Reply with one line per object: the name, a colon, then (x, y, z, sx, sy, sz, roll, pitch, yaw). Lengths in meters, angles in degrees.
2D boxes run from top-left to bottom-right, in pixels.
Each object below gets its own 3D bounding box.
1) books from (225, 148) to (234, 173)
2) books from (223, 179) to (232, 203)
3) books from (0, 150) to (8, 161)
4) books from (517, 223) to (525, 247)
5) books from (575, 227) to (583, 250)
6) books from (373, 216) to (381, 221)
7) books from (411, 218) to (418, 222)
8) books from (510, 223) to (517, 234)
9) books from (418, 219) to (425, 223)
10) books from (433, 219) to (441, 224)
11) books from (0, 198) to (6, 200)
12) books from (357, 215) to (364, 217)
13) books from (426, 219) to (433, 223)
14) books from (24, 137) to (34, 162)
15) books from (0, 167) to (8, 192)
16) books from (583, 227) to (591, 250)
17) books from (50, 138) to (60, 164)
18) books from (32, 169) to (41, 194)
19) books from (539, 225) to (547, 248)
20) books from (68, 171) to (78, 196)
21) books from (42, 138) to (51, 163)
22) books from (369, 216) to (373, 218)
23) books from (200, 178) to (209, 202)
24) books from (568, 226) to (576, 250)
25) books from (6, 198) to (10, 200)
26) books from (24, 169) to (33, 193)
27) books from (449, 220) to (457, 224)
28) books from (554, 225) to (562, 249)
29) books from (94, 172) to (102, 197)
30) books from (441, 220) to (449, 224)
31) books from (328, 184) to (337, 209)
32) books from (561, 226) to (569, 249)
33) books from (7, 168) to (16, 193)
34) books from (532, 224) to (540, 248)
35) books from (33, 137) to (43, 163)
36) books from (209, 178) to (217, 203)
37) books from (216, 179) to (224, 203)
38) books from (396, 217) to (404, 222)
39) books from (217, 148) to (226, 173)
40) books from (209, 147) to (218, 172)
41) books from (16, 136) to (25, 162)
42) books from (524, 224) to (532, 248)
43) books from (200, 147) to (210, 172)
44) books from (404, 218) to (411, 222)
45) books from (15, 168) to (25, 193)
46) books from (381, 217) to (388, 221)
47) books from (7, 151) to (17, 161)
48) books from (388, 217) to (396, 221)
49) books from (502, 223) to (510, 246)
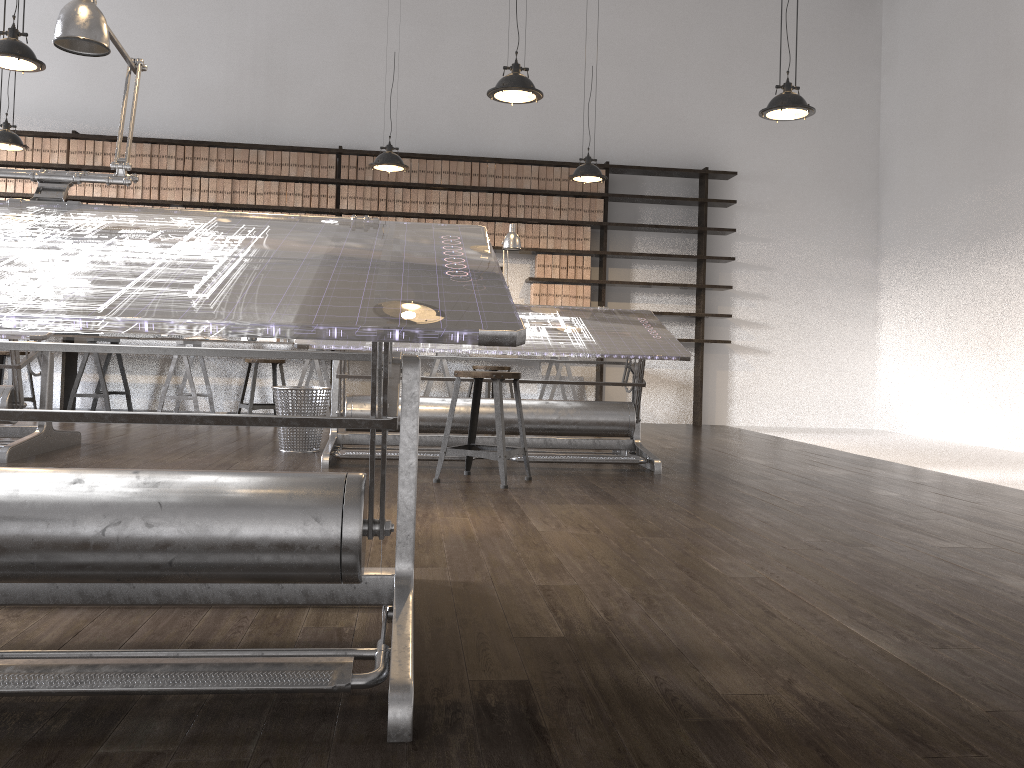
books: (-2.543, -2.002, 8.019, 0.066, 0.226, 0.174, 2, 0, -7)
books: (-2.554, -1.724, 8.007, 0.067, 0.226, 0.174, 2, 0, -7)
books: (-4.440, -2.055, 7.798, 0.066, 0.226, 0.174, 2, 0, -7)
books: (0.075, -1.381, 8.308, 0.066, 0.226, 0.174, 2, 0, -7)
books: (0.622, -1.365, 8.374, 0.066, 0.226, 0.174, 2, 0, -7)
books: (-1.247, -1.418, 8.159, 0.066, 0.226, 0.174, 2, 0, -7)
books: (-0.907, -1.408, 8.191, 0.067, 0.226, 0.174, 2, 0, -7)
books: (0.004, -1.383, 8.296, 0.066, 0.226, 0.174, 2, 0, -7)
books: (-0.841, -1.407, 8.205, 0.066, 0.226, 0.174, 2, 0, -7)
books: (-0.699, -1.403, 8.217, 0.066, 0.226, 0.174, 2, 0, -7)
books: (-4.455, -1.510, 7.783, 0.067, 0.226, 0.174, 2, 0, -7)
books: (-1.388, -1.422, 8.135, 0.066, 0.226, 0.174, 2, 0, -7)
books: (-0.770, -1.405, 8.213, 0.066, 0.226, 0.174, 2, 0, -7)
books: (-4.234, -2.050, 7.823, 0.066, 0.226, 0.174, 2, 0, -7)
books: (-4.446, -1.778, 7.792, 0.066, 0.226, 0.174, 2, 0, -7)
books: (0.692, -1.363, 8.378, 0.066, 0.226, 0.174, 2, 0, -7)
books: (-4.021, -2.044, 7.846, 0.066, 0.226, 0.174, 2, 0, -7)
books: (-4.165, -1.770, 7.821, 0.067, 0.226, 0.174, 2, 0, -7)
books: (0.284, -1.375, 8.330, 0.067, 0.226, 0.174, 2, 0, -7)
books: (-3.867, -1.762, 7.862, 0.066, 0.226, 0.174, 2, 0, -7)
books: (-4.090, -2.046, 7.842, 0.066, 0.226, 0.174, 2, 0, -7)
books: (-1.316, -1.420, 8.147, 0.066, 0.226, 0.174, 2, 0, -7)
books: (-2.755, -1.730, 7.985, 0.067, 0.226, 0.174, 2, 0, -7)
books: (0.551, -1.367, 8.365, 0.066, 0.226, 0.174, 2, 0, -7)
books: (-4.383, -1.508, 7.793, 0.066, 0.226, 0.174, 2, 0, -7)
books: (-4.235, -1.772, 7.820, 0.066, 0.226, 0.174, 2, 0, -7)
books: (-0.554, -1.399, 8.233, 0.067, 0.226, 0.174, 2, 0, -7)
books: (0.418, -1.371, 8.349, 0.066, 0.226, 0.174, 2, 0, -7)
books: (-3.655, -1.756, 7.883, 0.066, 0.226, 0.174, 2, 0, -7)
books: (-0.629, -1.401, 8.230, 0.066, 0.226, 0.174, 2, 0, -7)
books: (-1.644, -1.699, 8.116, 0.066, 0.226, 0.174, 2, 0, -7)
books: (0.485, -1.369, 8.352, 0.067, 0.226, 0.174, 2, 0, -7)
books: (-4.374, -1.776, 7.798, 0.067, 0.226, 0.174, 2, 0, -7)
books: (0.214, -1.377, 8.326, 0.066, 0.226, 0.174, 2, 0, -7)
books: (-4.160, -2.048, 7.832, 0.066, 0.226, 0.174, 2, 0, -7)
books: (-2.683, -1.728, 7.995, 0.066, 0.226, 0.174, 2, 0, -7)
books: (-2.621, -1.726, 8.004, 0.066, 0.226, 0.174, 2, 0, -7)
books: (-1.036, -1.412, 8.179, 0.066, 0.226, 0.174, 2, 0, -7)
books: (-2.613, -2.004, 8.013, 0.066, 0.226, 0.174, 2, 0, -7)
books: (-2.681, -2.006, 8.001, 0.066, 0.226, 0.174, 2, 0, -7)
books: (-4.296, -2.051, 7.811, 0.067, 0.226, 0.174, 2, 0, -7)
books: (0.144, -1.379, 8.320, 0.066, 0.226, 0.174, 2, 0, -7)
books: (-2.753, -2.008, 7.989, 0.066, 0.226, 0.174, 2, 0, -7)
books: (-0.974, -1.411, 8.188, 0.066, 0.226, 0.174, 2, 0, -7)
books: (-4.304, -1.774, 7.810, 0.066, 0.226, 0.174, 2, 0, -7)
books: (-1.178, -1.416, 8.165, 0.066, 0.226, 0.174, 2, 0, -7)
books: (-4.368, -2.053, 7.803, 0.066, 0.226, 0.174, 2, 0, -7)
books: (-1.108, -1.414, 8.169, 0.067, 0.226, 0.174, 2, 0, -7)
books: (-0.068, -1.385, 8.288, 0.067, 0.226, 0.174, 2, 0, -7)
